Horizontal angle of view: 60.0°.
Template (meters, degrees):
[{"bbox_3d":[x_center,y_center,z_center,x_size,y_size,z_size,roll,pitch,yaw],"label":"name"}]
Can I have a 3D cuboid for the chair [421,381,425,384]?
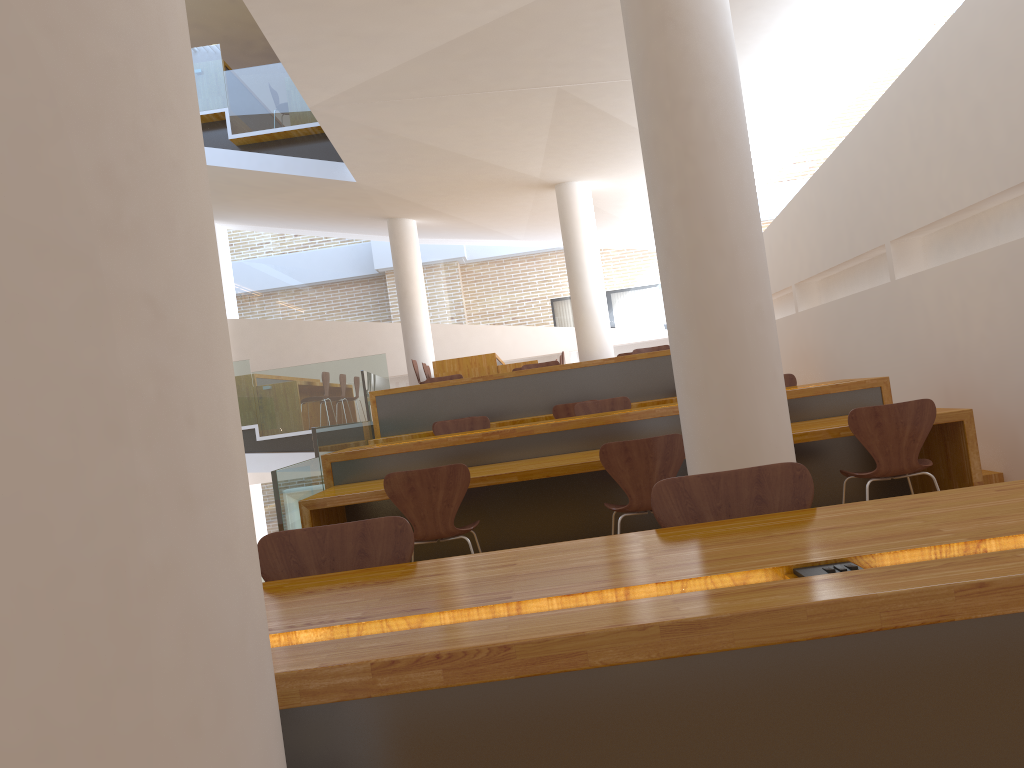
[{"bbox_3d":[-0.724,0.293,9.560,0.428,0.693,0.381,-8,-1,2],"label":"chair"}]

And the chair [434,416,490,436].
[{"bbox_3d":[-0.307,0.580,5.912,0.428,0.693,0.381,-8,-1,2],"label":"chair"}]

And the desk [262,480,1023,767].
[{"bbox_3d":[0.534,0.583,1.542,3.185,0.606,0.760,-8,-1,2],"label":"desk"}]

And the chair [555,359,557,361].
[{"bbox_3d":[0.543,-0.005,13.410,0.381,0.693,0.428,-8,-1,2],"label":"chair"}]

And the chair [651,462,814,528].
[{"bbox_3d":[0.565,0.549,1.968,0.428,0.693,0.381,-8,-1,2],"label":"chair"}]

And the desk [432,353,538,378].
[{"bbox_3d":[-0.236,0.051,12.124,1.247,0.762,3.194,-8,-1,2],"label":"desk"}]

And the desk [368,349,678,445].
[{"bbox_3d":[0.404,0.353,7.897,3.216,1.022,1.248,-8,-1,2],"label":"desk"}]

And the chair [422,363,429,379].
[{"bbox_3d":[-0.977,0.032,11.981,0.381,0.693,0.428,-8,-1,2],"label":"chair"}]

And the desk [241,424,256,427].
[{"bbox_3d":[-3.098,0.297,12.138,1.248,0.757,3.196,-8,-1,2],"label":"desk"}]

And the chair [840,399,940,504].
[{"bbox_3d":[1.736,0.431,4.101,0.428,0.693,0.381,-8,-1,2],"label":"chair"}]

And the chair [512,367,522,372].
[{"bbox_3d":[0.238,0.158,9.535,0.428,0.693,0.381,-8,-1,2],"label":"chair"}]

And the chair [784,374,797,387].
[{"bbox_3d":[1.761,0.290,5.819,0.428,0.693,0.381,-8,-1,2],"label":"chair"}]

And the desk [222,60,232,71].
[{"bbox_3d":[-3.736,-3.494,12.185,0.760,0.606,3.196,-8,-1,2],"label":"desk"}]

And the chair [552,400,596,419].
[{"bbox_3d":[0.562,0.491,7.231,0.428,0.693,0.381,-8,-1,2],"label":"chair"}]

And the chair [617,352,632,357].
[{"bbox_3d":[1.347,0.004,9.544,0.428,0.693,0.381,-8,-1,2],"label":"chair"}]

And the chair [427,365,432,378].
[{"bbox_3d":[-0.997,0.049,12.664,0.381,0.693,0.428,-8,-1,2],"label":"chair"}]

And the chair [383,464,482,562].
[{"bbox_3d":[-0.335,0.720,4.117,0.428,0.693,0.381,-8,-1,2],"label":"chair"}]

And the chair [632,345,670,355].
[{"bbox_3d":[1.416,-0.027,8.579,0.428,0.693,0.381,-8,-1,2],"label":"chair"}]

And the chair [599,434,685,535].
[{"bbox_3d":[0.627,0.585,4.092,0.428,0.693,0.381,-8,-1,2],"label":"chair"}]

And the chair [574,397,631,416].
[{"bbox_3d":[0.655,0.446,5.886,0.428,0.693,0.381,-8,-1,2],"label":"chair"}]

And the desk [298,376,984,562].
[{"bbox_3d":[0.586,0.564,4.918,3.243,0.785,1.527,-8,-1,2],"label":"desk"}]

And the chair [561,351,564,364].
[{"bbox_3d":[0.521,-0.046,11.320,0.381,0.693,0.428,-8,-1,2],"label":"chair"}]

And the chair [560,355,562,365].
[{"bbox_3d":[0.549,-0.029,12.291,0.381,0.693,0.428,-8,-1,2],"label":"chair"}]

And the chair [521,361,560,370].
[{"bbox_3d":[0.322,0.128,8.646,0.428,0.693,0.381,-8,-1,2],"label":"chair"}]

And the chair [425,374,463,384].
[{"bbox_3d":[-0.640,0.262,8.672,0.428,0.693,0.381,-8,-1,2],"label":"chair"}]

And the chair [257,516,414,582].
[{"bbox_3d":[-0.396,0.684,1.993,0.428,0.693,0.381,-8,-1,2],"label":"chair"}]

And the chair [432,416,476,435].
[{"bbox_3d":[-0.400,0.625,7.256,0.428,0.693,0.381,-8,-1,2],"label":"chair"}]

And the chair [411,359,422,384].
[{"bbox_3d":[-1.005,0.016,11.010,0.381,0.693,0.428,-8,-1,2],"label":"chair"}]
